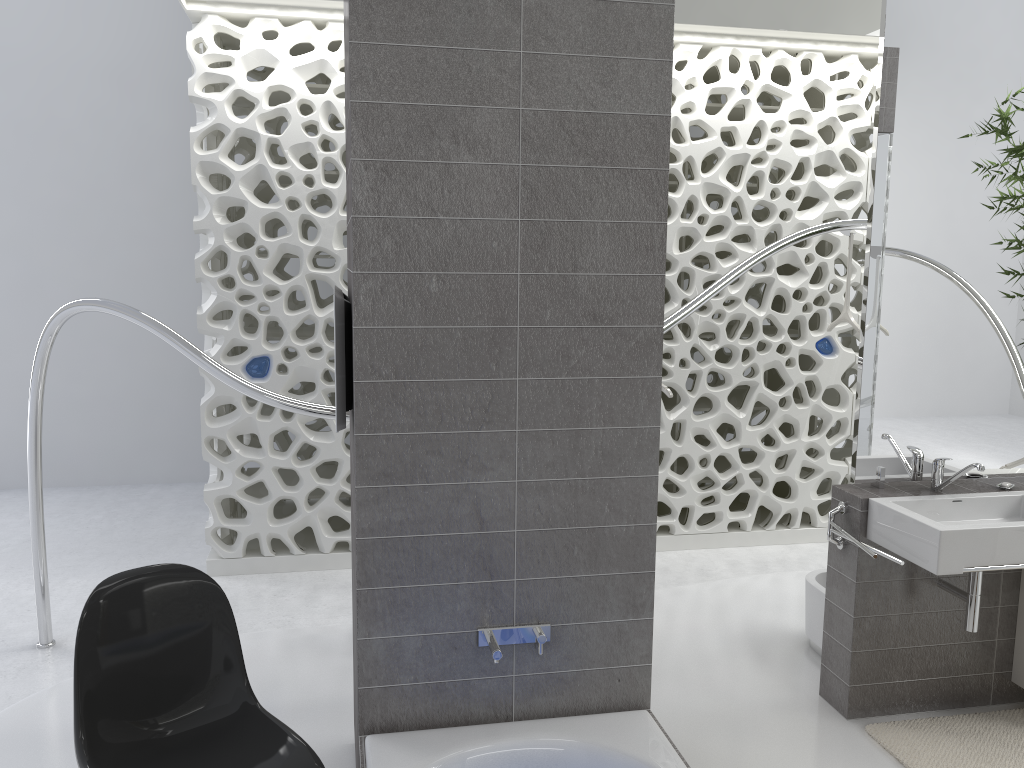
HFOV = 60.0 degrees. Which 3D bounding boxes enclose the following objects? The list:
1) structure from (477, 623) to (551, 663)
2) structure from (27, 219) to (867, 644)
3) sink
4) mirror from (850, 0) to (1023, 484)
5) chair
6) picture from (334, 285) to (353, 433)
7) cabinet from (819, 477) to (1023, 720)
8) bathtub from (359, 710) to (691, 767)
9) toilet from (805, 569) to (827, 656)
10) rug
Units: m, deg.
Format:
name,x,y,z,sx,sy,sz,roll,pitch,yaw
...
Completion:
name,x,y,z,sx,sy,sz,roll,pitch,yaw
structure,0.017,0.685,2.299,0.200,0.073,0.119,-1,8,-11
structure,1.039,0.503,2.226,5.250,2.080,5.433,-2,8,-16
sink,1.626,0.574,3.123,0.650,0.598,0.478,-1,8,-11
mirror,1.826,-0.619,3.293,1.100,1.980,0.030,-1,8,-11
chair,-0.816,0.950,2.242,0.491,0.847,0.608,-6,11,-41
picture,-0.478,-0.097,2.543,0.060,0.351,0.682,-1,8,-11
cabinet,1.845,0.816,3.322,1.200,0.870,0.461,-1,8,-11
bathtub,0.156,1.227,1.589,0.800,0.435,1.700,-1,8,-11
toilet,1.492,1.031,3.810,0.354,0.300,0.561,-1,8,-11
rug,1.919,1.297,2.982,1.153,0.016,0.775,-1,8,-11
